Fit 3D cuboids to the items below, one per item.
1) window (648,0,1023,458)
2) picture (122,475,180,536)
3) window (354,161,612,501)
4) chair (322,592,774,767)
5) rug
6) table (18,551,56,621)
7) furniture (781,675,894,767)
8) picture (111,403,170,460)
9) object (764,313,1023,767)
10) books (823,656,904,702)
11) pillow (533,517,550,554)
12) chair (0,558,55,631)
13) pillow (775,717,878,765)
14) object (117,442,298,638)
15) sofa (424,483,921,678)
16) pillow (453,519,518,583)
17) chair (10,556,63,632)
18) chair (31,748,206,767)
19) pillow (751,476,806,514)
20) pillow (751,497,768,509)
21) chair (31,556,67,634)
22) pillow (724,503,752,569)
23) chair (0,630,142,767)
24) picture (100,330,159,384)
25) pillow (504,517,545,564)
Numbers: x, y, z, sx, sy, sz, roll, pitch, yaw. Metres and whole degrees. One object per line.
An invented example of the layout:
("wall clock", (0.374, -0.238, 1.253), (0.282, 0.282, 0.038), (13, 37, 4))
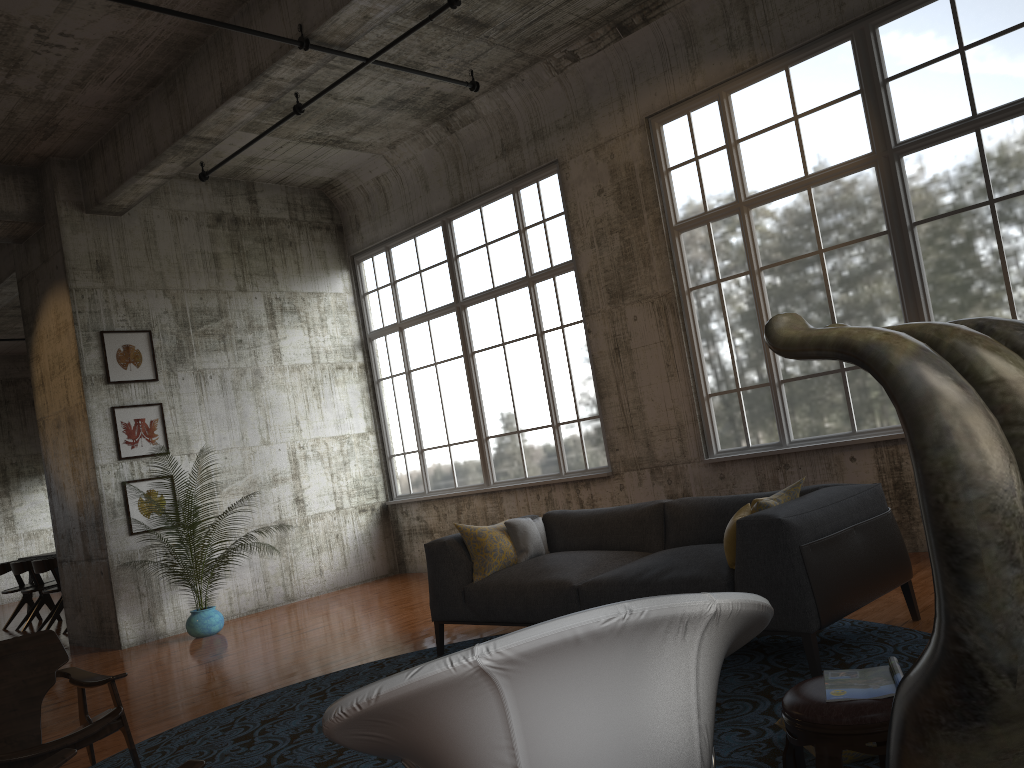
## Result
("window", (3.122, -1.294, 7.143), (4.298, 3.430, 0.050), (-13, -4, 44))
("picture", (-3.927, 1.315, 9.670), (0.036, 0.579, 0.554), (-12, -4, 43))
("window", (-0.529, -0.400, 10.711), (3.864, 3.430, 0.050), (-13, -4, 44))
("chair", (0.164, 0.965, 2.000), (1.056, 1.029, 0.808), (-9, -3, -7))
("rug", (-0.075, 1.710, 4.296), (4.846, 0.009, 4.855), (-10, -4, 0))
("table", (-5.856, 2.879, 13.268), (3.715, 1.004, 1.635), (-14, -6, 43))
("furniture", (1.065, 1.148, 2.674), (0.432, 0.476, 0.433), (-10, -3, -1))
("picture", (-4.063, 0.514, 9.707), (0.036, 0.579, 0.554), (-12, -4, 43))
("object", (0.861, 0.471, 1.412), (0.726, 1.294, 0.457), (-8, -3, -35))
("books", (1.065, 0.893, 2.690), (0.229, 0.043, 0.300), (-11, -5, 17))
("pillow", (0.140, 1.131, 6.511), (0.169, 0.318, 0.434), (-12, -5, 43))
("chair", (-7.305, 3.135, 13.314), (0.881, 0.992, 0.768), (-13, -5, 44))
("pillow", (1.278, 1.318, 3.418), (0.481, 0.247, 0.504), (-10, -4, 10))
("object", (-3.169, 1.583, 9.278), (1.885, 2.060, 1.518), (-8, -4, -24))
("sofa", (0.853, 1.239, 5.753), (1.360, 0.860, 3.014), (-6, -6, -45))
("pillow", (-0.129, 1.151, 6.242), (0.535, 0.445, 0.261), (-7, -4, -39))
("chair", (-6.668, 2.979, 12.691), (0.881, 0.992, 0.768), (-13, -5, 43))
("chair", (-1.471, 1.404, 2.516), (0.877, 0.792, 1.042), (-12, -4, 34))
("pillow", (1.472, 0.785, 5.022), (0.535, 0.445, 0.261), (-7, -4, -39))
("pillow", (1.550, 0.810, 5.270), (0.228, 0.371, 0.406), (-7, -4, -37))
("chair", (-5.948, 2.798, 11.929), (0.881, 0.992, 0.768), (-12, -4, 40))
("pillow", (1.228, 0.829, 4.806), (0.169, 0.318, 0.434), (-11, -4, 18))
("chair", (-2.489, 1.729, 4.471), (0.873, 0.792, 1.047), (-6, -5, -45))
("picture", (-4.201, -0.301, 9.744), (0.036, 0.579, 0.554), (-12, -4, 43))
("pillow", (0.105, 1.101, 6.315), (0.171, 0.314, 0.364), (-12, -4, 33))
